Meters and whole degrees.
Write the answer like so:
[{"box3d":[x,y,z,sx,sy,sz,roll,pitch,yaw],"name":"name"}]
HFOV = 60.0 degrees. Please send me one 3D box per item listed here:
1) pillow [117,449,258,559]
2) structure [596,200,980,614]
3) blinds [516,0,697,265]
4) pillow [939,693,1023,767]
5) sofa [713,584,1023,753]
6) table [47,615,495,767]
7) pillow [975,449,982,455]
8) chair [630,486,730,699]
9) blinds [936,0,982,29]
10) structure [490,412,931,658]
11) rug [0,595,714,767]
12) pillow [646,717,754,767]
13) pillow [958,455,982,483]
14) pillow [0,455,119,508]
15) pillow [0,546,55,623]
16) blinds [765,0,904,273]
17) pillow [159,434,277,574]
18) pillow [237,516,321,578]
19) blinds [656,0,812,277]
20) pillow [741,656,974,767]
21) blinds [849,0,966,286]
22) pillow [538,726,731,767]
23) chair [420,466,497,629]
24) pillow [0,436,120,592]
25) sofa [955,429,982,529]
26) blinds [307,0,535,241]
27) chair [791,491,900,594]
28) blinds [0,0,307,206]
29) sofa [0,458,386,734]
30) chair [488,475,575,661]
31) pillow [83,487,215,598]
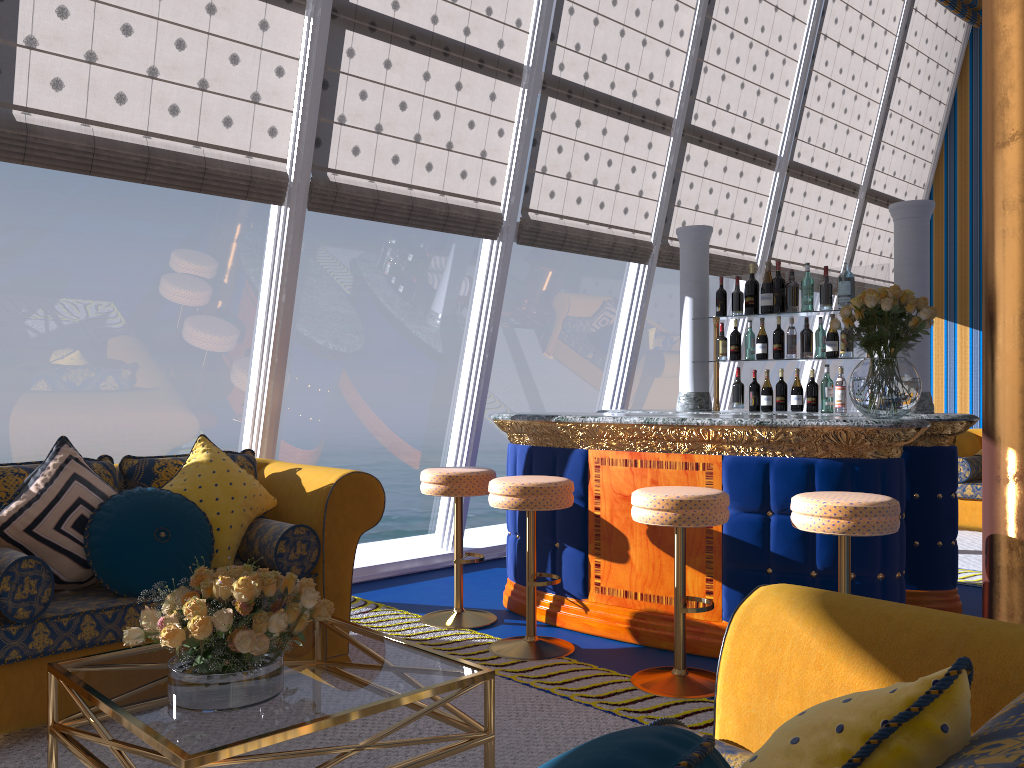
[{"box3d":[-1.422,0.568,3.905,0.244,0.546,0.617,0,0,44],"name":"pillow"},{"box3d":[1.496,0.130,5.255,2.287,2.196,0.777,0,0,38],"name":"structure"},{"box3d":[0.822,-2.608,5.958,1.380,3.394,0.865,0,0,-44],"name":"blinds"},{"box3d":[0.486,0.556,0.847,0.607,0.672,0.350,0,0,-36],"name":"pillow"},{"box3d":[0.203,0.758,0.743,1.867,0.854,1.000,0,-1,-42],"name":"sofa"},{"box3d":[-0.712,1.010,2.592,0.916,0.369,0.964,0,-1,-44],"name":"table"},{"box3d":[4.265,0.580,7.547,0.234,0.491,0.605,0,0,-38],"name":"pillow"},{"box3d":[0.679,0.815,3.583,0.397,0.782,0.399,0,0,6],"name":"chair"},{"box3d":[4.332,-4.108,8.743,1.540,0.830,0.335,0,0,-44],"name":"blinds"},{"box3d":[0.830,0.687,4.382,2.288,1.065,0.777,0,0,36],"name":"structure"},{"box3d":[-2.022,1.188,1.732,6.323,0.010,3.554,1,-1,-44],"name":"rug"},{"box3d":[0.353,0.654,1.310,0.217,0.219,0.373,0,-1,-39],"name":"pillow"},{"box3d":[3.881,0.719,7.547,0.381,0.219,0.213,0,0,-39],"name":"pillow"},{"box3d":[-1.866,0.563,3.483,0.244,0.549,0.614,0,0,44],"name":"pillow"},{"box3d":[-1.713,0.674,3.031,0.176,0.219,0.369,0,0,-44],"name":"pillow"},{"box3d":[3.028,-2.587,8.060,1.380,3.394,0.865,0,0,-44],"name":"blinds"},{"box3d":[-1.251,0.508,3.729,0.581,0.583,0.327,0,0,-24],"name":"pillow"},{"box3d":[-0.991,0.681,3.730,0.217,0.219,0.369,0,-1,-44],"name":"pillow"},{"box3d":[1.899,-2.598,6.984,1.380,3.394,0.865,0,0,-44],"name":"blinds"},{"box3d":[0.345,0.512,0.926,0.617,0.491,0.229,0,0,-38],"name":"pillow"},{"box3d":[4.114,-2.576,9.095,1.380,3.394,0.865,0,0,-44],"name":"blinds"},{"box3d":[0.051,0.553,0.971,0.390,0.367,0.461,0,0,7],"name":"pillow"},{"box3d":[-0.276,0.826,4.593,0.399,0.782,0.397,0,0,-5],"name":"chair"},{"box3d":[-1.649,0.508,3.352,0.277,0.619,0.698,0,0,44],"name":"pillow"},{"box3d":[4.444,0.827,7.408,1.022,0.854,1.828,0,-1,-42],"name":"sofa"},{"box3d":[-0.298,-2.619,4.891,1.380,3.394,0.865,0,0,-44],"name":"blinds"},{"box3d":[1.264,0.813,3.374,0.396,0.782,0.400,0,0,17],"name":"chair"},{"box3d":[-1.395,-2.629,3.846,1.380,3.394,0.865,0,0,-44],"name":"blinds"},{"box3d":[-1.557,0.777,3.609,1.866,0.854,0.991,0,-1,-44],"name":"sofa"},{"box3d":[0.089,0.821,4.065,0.399,0.782,0.397,0,0,-5],"name":"chair"},{"box3d":[-1.372,0.601,3.381,0.478,0.404,0.317,0,0,-30],"name":"pillow"}]
